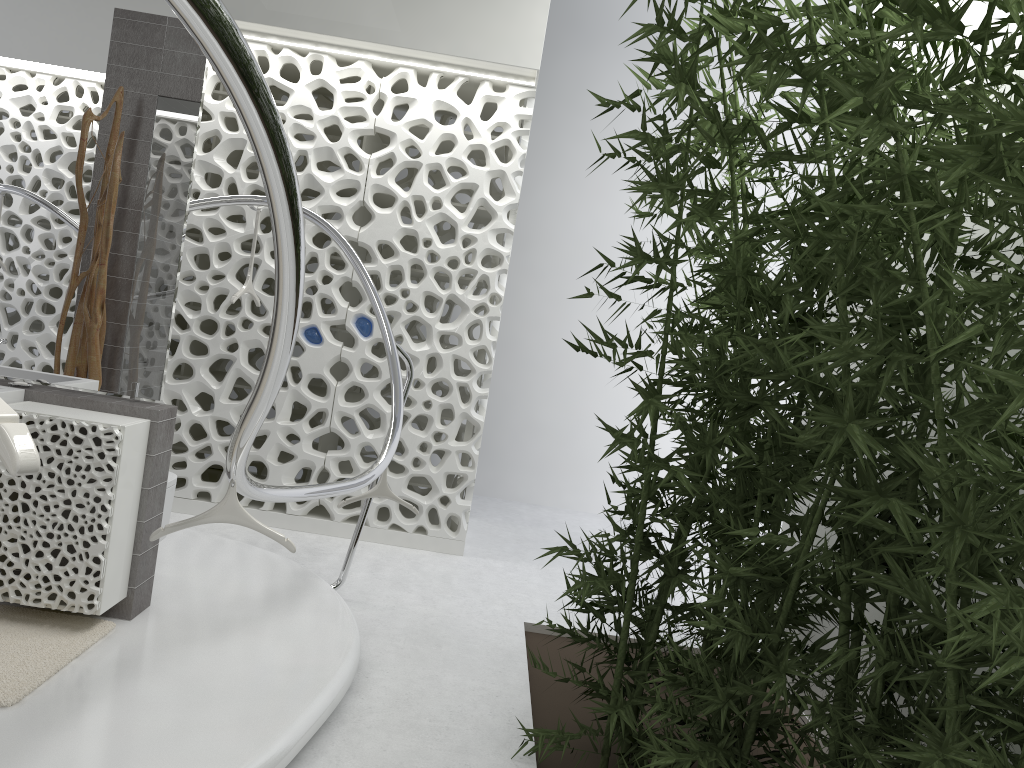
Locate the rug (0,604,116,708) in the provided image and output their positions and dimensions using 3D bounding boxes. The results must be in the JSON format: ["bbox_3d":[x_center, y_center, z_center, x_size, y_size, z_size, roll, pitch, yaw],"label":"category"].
[{"bbox_3d":[-2.095,0.866,3.053,1.153,0.016,0.775,9,3,-1],"label":"rug"}]

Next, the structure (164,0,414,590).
[{"bbox_3d":[-2.936,-0.133,2.532,5.250,2.080,5.433,9,3,-6],"label":"structure"}]

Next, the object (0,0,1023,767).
[{"bbox_3d":[0.724,-0.468,2.190,4.664,4.038,4.097,6,4,-42],"label":"object"}]

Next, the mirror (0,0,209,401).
[{"bbox_3d":[-1.814,-0.994,3.540,1.100,1.980,0.030,9,3,-1],"label":"mirror"}]

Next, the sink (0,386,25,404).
[{"bbox_3d":[-2.237,0.127,3.304,0.650,0.598,0.478,9,3,-1],"label":"sink"}]

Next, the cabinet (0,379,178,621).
[{"bbox_3d":[-2.034,0.420,3.442,1.200,0.870,0.461,9,3,-1],"label":"cabinet"}]
